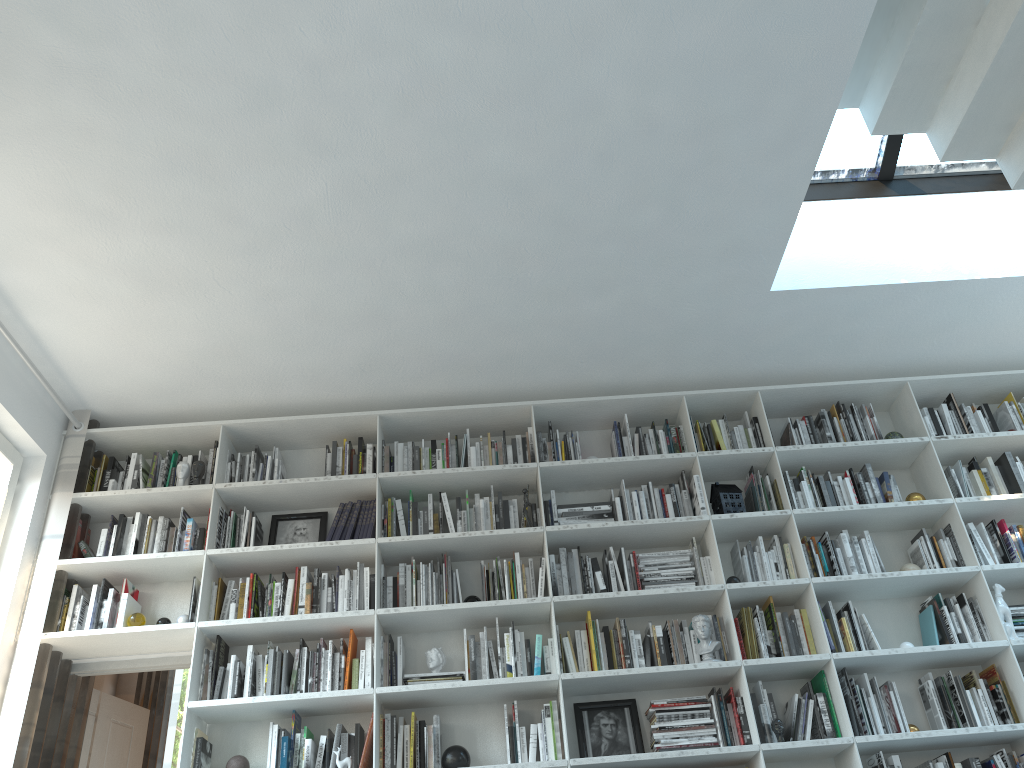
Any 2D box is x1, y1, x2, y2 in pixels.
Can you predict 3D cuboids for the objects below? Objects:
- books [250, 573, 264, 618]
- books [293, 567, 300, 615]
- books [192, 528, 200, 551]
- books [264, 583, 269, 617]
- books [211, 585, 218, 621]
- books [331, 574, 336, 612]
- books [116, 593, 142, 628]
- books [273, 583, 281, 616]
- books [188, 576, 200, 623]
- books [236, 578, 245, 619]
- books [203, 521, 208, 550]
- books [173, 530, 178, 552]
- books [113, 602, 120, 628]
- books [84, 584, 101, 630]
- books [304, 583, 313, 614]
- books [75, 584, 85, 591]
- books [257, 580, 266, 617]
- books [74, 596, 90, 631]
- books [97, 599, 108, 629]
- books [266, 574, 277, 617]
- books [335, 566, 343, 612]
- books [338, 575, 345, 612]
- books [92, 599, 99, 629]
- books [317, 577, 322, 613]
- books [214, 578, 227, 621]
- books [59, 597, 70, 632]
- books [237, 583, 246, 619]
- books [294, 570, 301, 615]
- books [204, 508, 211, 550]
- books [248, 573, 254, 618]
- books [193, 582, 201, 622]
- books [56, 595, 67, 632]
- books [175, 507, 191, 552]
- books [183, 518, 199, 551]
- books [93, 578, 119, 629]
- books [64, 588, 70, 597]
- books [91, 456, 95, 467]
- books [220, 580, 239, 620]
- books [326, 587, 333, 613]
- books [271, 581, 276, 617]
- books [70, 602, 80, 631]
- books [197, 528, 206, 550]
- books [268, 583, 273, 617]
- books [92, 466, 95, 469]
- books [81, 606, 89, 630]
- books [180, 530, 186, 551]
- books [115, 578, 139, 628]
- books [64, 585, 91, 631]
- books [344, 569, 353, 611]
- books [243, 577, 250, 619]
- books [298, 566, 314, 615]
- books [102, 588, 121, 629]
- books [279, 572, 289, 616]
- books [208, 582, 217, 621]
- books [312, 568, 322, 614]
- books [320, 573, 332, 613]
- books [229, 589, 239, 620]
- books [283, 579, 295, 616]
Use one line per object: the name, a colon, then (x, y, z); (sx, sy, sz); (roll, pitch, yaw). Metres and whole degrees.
books: (-1.273, 1.104, 4.425); (0.011, 0.276, 0.165); (-4, -34, -2)
books: (-1.074, 1.091, 4.455); (0.014, 0.302, 0.152); (-4, -34, -2)
books: (-1.624, 0.870, 4.614); (0.029, 0.194, 0.147); (-4, -34, -2)
books: (-1.213, 1.132, 4.433); (0.012, 0.229, 0.150); (-4, -34, -2)
books: (-1.462, 1.142, 4.416); (0.022, 0.231, 0.152); (-4, -34, -2)
books: (-0.885, 1.100, 4.456); (0.035, 0.259, 0.132); (-4, -34, -2)
books: (-1.893, 1.168, 4.380); (0.029, 0.210, 0.188); (-4, -34, -2)
books: (-1.154, 1.125, 4.418); (0.031, 0.216, 0.174); (-4, -34, -2)
books: (-1.576, 1.125, 4.424); (0.012, 0.283, 0.160); (-4, -34, -2)
books: (-1.347, 1.122, 4.429); (0.010, 0.261, 0.151); (-4, -34, -2)
books: (-1.578, 0.851, 4.627); (0.014, 0.234, 0.144); (-4, -34, -2)
books: (-1.725, 0.877, 4.613); (0.029, 0.196, 0.145); (-4, -34, -2)
books: (-1.934, 1.197, 4.400); (0.029, 0.190, 0.135); (-4, -34, -2)
books: (-2.066, 1.160, 4.408); (0.022, 0.280, 0.157); (-4, -34, -2)
books: (-0.996, 1.115, 4.406); (0.029, 0.194, 0.193); (-4, -34, -2)
books: (-2.175, 1.166, 4.422); (0.013, 0.301, 0.136); (-4, -34, -2)
books: (-1.244, 1.123, 4.433); (0.047, 0.248, 0.135); (-4, -34, -2)
books: (-2.109, 1.183, 4.382); (0.010, 0.219, 0.182); (-4, -34, -2)
books: (-1.992, 1.188, 4.380); (0.024, 0.192, 0.182); (-4, -34, -2)
books: (-1.203, 1.110, 4.443); (0.012, 0.275, 0.151); (-4, -34, -2)
books: (-0.862, 1.080, 4.447); (0.012, 0.279, 0.189); (-4, -34, -2)
books: (-0.840, 1.097, 4.431); (0.030, 0.229, 0.173); (-4, -34, -2)
books: (-2.041, 1.196, 4.404); (0.023, 0.213, 0.141); (-4, -34, -2)
books: (-0.951, 1.106, 4.431); (0.013, 0.231, 0.172); (-4, -34, -2)
books: (-1.446, 1.123, 4.418); (0.012, 0.261, 0.181); (-4, -34, -2)
books: (-2.185, 1.187, 4.380); (0.013, 0.221, 0.163); (-4, -34, -2)
books: (-1.326, 1.132, 4.417); (0.030, 0.228, 0.173); (-4, -34, -2)
books: (-1.054, 1.092, 4.432); (0.023, 0.269, 0.188); (-4, -34, -2)
books: (-1.567, 0.819, 4.633); (0.014, 0.292, 0.174); (-4, -34, -2)
books: (-1.289, 1.109, 4.435); (0.020, 0.279, 0.165); (-4, -34, -2)
books: (-1.547, 1.142, 4.438); (0.044, 0.267, 0.134); (-4, -34, -2)
books: (-2.199, 1.185, 4.381); (0.013, 0.226, 0.180); (-4, -34, -2)
books: (-1.708, 0.818, 4.622); (0.012, 0.301, 0.190); (-4, -34, -2)
books: (-1.654, 0.842, 4.598); (0.029, 0.228, 0.192); (-4, -34, -2)
books: (-2.015, 1.138, 4.396); (0.013, 0.295, 0.188); (-4, -34, -2)
books: (-2.212, 1.162, 4.383); (0.011, 0.271, 0.189); (-4, -34, -2)
books: (-2.284, 0.553, 4.810); (0.012, 0.305, 0.181); (-4, -34, -2)
books: (-1.409, 1.132, 4.432); (0.062, 0.256, 0.153); (-4, -34, -2)
books: (-0.904, 1.129, 4.430); (0.022, 0.185, 0.137); (-4, -34, -2)
books: (-1.175, 1.125, 4.426); (0.011, 0.227, 0.171); (-4, -34, -2)
books: (-2.127, 1.199, 4.382); (0.029, 0.196, 0.161); (-4, -34, -2)
books: (-1.596, 0.864, 4.601); (0.026, 0.187, 0.155); (-4, -34, -2)
books: (-1.187, 1.126, 4.417); (0.014, 0.217, 0.165); (-4, -34, -2)
books: (-2.269, 0.586, 4.803); (0.011, 0.240, 0.151); (-4, -34, -2)
books: (-2.088, 1.211, 4.394); (0.029, 0.184, 0.135); (-4, -34, -2)
books: (-1.682, 0.876, 4.603); (0.031, 0.181, 0.152); (-4, -34, -2)
books: (-1.917, 1.141, 4.414); (0.013, 0.297, 0.180); (-4, -34, -2)
books: (-2.156, 1.161, 4.398); (0.023, 0.280, 0.171); (-4, -34, -2)
books: (-0.815, 1.082, 4.440); (0.022, 0.262, 0.175); (-4, -34, -2)
books: (-1.304, 1.120, 4.423); (0.014, 0.251, 0.188); (-4, -34, -2)
books: (-1.028, 1.082, 4.432); (0.030, 0.284, 0.186); (-4, -34, -2)
books: (-1.961, 1.157, 4.378); (0.021, 0.235, 0.190); (-4, -34, -2)
books: (-1.133, 1.103, 4.438); (0.014, 0.271, 0.181); (-4, -34, -2)
books: (-1.480, 1.139, 4.429); (0.012, 0.252, 0.162); (-4, -34, -2)
books: (-0.972, 1.091, 4.454); (0.025, 0.284, 0.162); (-4, -34, -2)
books: (-0.931, 1.101, 4.451); (0.029, 0.259, 0.158); (-4, -34, -2)
books: (-1.363, 1.142, 4.396); (0.026, 0.194, 0.176); (-4, -34, -2)
books: (-1.102, 1.118, 4.434); (0.047, 0.237, 0.163); (-4, -34, -2)
